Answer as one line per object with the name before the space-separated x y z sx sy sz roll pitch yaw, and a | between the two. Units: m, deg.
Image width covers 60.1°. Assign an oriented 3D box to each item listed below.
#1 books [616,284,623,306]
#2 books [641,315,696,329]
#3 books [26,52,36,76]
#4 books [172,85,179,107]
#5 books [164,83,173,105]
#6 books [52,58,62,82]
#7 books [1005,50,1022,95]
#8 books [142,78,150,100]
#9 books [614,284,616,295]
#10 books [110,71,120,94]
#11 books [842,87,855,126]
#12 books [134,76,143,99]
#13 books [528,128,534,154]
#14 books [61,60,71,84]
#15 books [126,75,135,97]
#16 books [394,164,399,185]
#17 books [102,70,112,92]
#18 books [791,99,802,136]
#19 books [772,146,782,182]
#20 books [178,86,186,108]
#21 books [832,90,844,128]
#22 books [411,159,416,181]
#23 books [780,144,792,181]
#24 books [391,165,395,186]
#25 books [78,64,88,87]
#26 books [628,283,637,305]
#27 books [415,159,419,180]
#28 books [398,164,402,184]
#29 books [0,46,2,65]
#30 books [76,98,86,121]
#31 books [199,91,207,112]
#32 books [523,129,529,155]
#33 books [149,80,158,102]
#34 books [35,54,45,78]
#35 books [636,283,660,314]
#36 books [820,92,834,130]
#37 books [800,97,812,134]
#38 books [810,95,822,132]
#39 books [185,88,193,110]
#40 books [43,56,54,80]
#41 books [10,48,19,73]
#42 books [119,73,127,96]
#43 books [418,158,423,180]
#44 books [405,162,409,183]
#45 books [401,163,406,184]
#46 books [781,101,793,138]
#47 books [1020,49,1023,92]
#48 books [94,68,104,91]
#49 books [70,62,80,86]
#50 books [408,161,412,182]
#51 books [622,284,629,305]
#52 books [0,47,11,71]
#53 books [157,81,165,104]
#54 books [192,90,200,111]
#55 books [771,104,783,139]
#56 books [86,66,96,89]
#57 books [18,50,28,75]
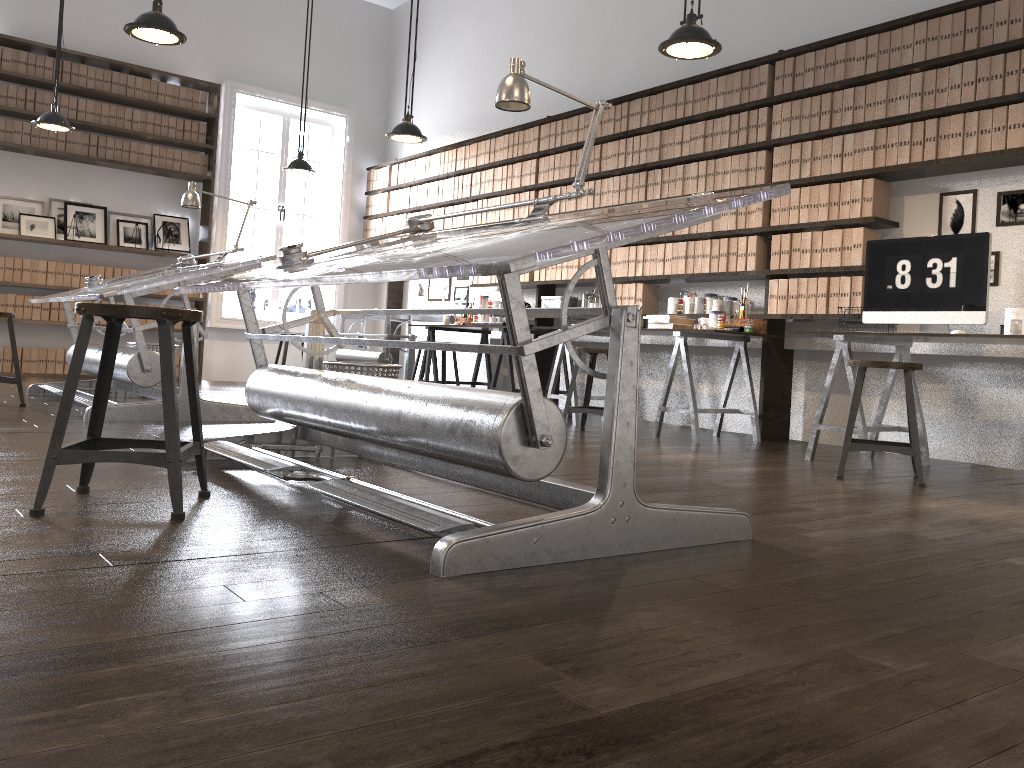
books | 0.860 -0.628 6.634 0.174 0.226 0.067 3 -1 -37
books | 0.999 -0.417 5.896 0.385 0.148 0.295 2 2 -37
books | -4.390 -2.881 8.060 0.066 0.226 0.175 4 0 -37
books | -3.379 -2.847 8.822 0.066 0.226 0.175 4 0 -37
books | -3.428 -2.848 8.783 0.066 0.226 0.175 4 0 -37
books | -4.221 -2.875 8.189 0.066 0.226 0.175 4 0 -37
books | 2.567 -1.546 4.475 0.174 0.226 0.067 3 -1 -37
books | -3.600 -2.854 8.658 0.066 0.226 0.174 4 0 -37
books | 0.815 -0.633 6.684 0.174 0.226 0.067 3 -1 -37
books | -3.820 -2.861 8.489 0.066 0.226 0.175 4 0 -37
books | 2.019 -1.603 5.194 0.174 0.226 0.067 3 -1 -37
books | -3.653 -2.856 8.613 0.066 0.226 0.174 4 0 -37
books | 0.228 -2.068 7.599 0.174 0.226 0.067 3 -1 -37
books | -4.158 -2.873 8.230 0.067 0.226 0.175 4 0 -37
books | -3.709 -2.857 8.567 0.066 0.226 0.175 4 0 -37
books | -1.160 -2.212 9.438 0.174 0.226 0.067 3 -1 -37
books | -3.880 -2.863 8.445 0.066 0.226 0.175 4 0 -37
books | 1.807 -1.625 5.472 0.174 0.226 0.067 3 -1 -37
books | 1.721 -1.364 5.567 0.174 0.226 0.067 3 -1 -37
books | -3.323 -2.844 8.859 0.067 0.226 0.175 4 0 -37
books | 1.980 -1.607 5.254 0.174 0.226 0.067 3 -1 -37
books | -0.947 -2.190 9.154 0.174 0.226 0.067 3 -1 -37
books | 1.756 -1.360 5.514 0.174 0.226 0.067 3 -1 -37
books | -1.200 -2.216 9.501 0.174 0.226 0.067 3 -1 -37
books | -4.045 -2.869 8.313 0.066 0.226 0.175 4 0 -37
books | 0.942 -0.619 6.518 0.174 0.226 0.067 3 -1 -37
books | -0.903 -2.186 9.103 0.174 0.226 0.067 3 -1 -37
books | -1.110 -2.207 9.382 0.174 0.226 0.067 3 -1 -37
books | -4.602 -2.888 7.894 0.067 0.226 0.175 4 0 -37
books | -4.059 -2.550 8.312 0.067 0.226 0.175 4 0 -37
books | -3.158 -2.839 8.986 0.066 0.226 0.174 4 0 -37
books | 0.190 -2.072 7.657 0.174 0.226 0.067 3 -1 -37
books | -3.543 -2.852 8.699 0.066 0.226 0.175 4 0 -37
books | -4.333 -2.879 8.103 0.066 0.226 0.174 4 0 -37
books | 0.988 -0.615 6.464 0.174 0.226 0.067 3 -1 -37
books | 1.930 -1.612 5.311 0.174 0.226 0.067 3 -1 -37
books | 1.849 -1.621 5.424 0.174 0.226 0.067 3 -1 -37
books | 1.890 -1.617 5.373 0.174 0.226 0.067 3 -1 -37
books | -3.273 -2.843 8.904 0.066 0.226 0.175 4 0 -37
books | -4.274 -2.877 8.142 0.066 0.226 0.174 4 0 -37
books | -4.496 -2.884 7.979 0.066 0.226 0.175 4 0 -37
books | -3.767 -2.859 8.523 0.067 0.226 0.175 4 0 -37
books | -0.866 -2.182 9.052 0.174 0.226 0.067 3 -1 -37
books | -1.025 -2.198 9.268 0.174 0.226 0.067 3 -1 -37
books | -1.071 -2.203 9.322 0.174 0.226 0.067 3 -1 -37
books | 1.764 -1.629 5.530 0.174 0.226 0.067 3 -1 -37
books | 2.608 -1.542 4.412 0.174 0.226 0.067 3 -1 -37
books | -3.936 -2.865 8.404 0.066 0.226 0.174 4 0 -37
books | -4.102 -2.871 8.279 0.066 0.226 0.175 4 0 -37
books | -0.983 -2.194 9.211 0.174 0.226 0.067 3 -1 -37
books | 0.903 -0.624 6.577 0.174 0.226 0.067 3 -1 -37
books | -4.545 -2.886 7.939 0.066 0.226 0.175 4 0 -37
books | -3.485 -2.850 8.738 0.067 0.226 0.175 4 0 -37
books | -3.217 -2.841 8.947 0.066 0.226 0.174 4 0 -37
books | 1.723 -1.634 5.589 0.174 0.226 0.067 3 -1 -37
books | -3.990 -2.867 8.359 0.066 0.226 0.174 4 0 -37
books | -4.440 -2.882 8.015 0.067 0.226 0.175 4 0 -37
